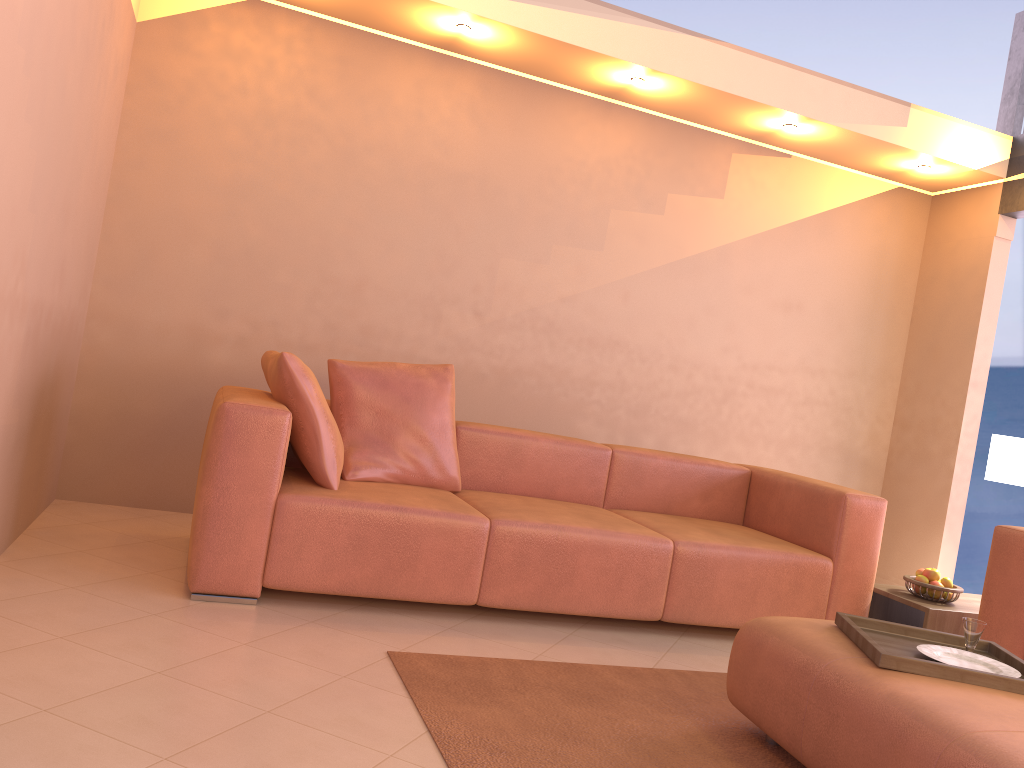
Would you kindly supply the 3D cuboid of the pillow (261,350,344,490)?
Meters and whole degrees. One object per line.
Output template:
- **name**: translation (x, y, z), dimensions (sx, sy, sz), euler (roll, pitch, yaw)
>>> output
- **pillow**: translation (-0.786, 0.135, 3.366), dimensions (0.335, 0.486, 0.554), euler (10, 0, -22)

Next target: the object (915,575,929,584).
- **object**: translation (1.734, 0.833, 3.751), dimensions (0.045, 0.047, 0.055), euler (10, 0, -42)

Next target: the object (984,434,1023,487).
- **object**: translation (2.352, 0.605, 3.993), dimensions (0.344, 0.799, 0.344), euler (10, 0, -40)

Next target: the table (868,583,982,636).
- **table**: translation (2.001, 1.087, 3.865), dimensions (0.918, 0.268, 0.412), euler (10, 0, -19)

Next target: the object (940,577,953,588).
- **object**: translation (1.831, 0.840, 3.735), dimensions (0.051, 0.053, 0.045), euler (10, 0, 5)

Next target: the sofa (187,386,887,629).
- **sofa**: translation (0.131, 0.562, 3.744), dimensions (2.781, 0.672, 0.943), euler (10, 0, -19)

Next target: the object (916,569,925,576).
- **object**: translation (1.767, 0.819, 3.819), dimensions (0.054, 0.046, 0.047), euler (10, 0, -32)

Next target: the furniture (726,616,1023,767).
- **furniture**: translation (1.102, 0.867, 2.051), dimensions (0.685, 0.301, 1.291), euler (10, 0, -14)

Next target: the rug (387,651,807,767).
- **rug**: translation (0.890, 1.032, 1.745), dimensions (1.833, 0.005, 2.626), euler (10, 0, -19)

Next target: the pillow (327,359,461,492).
- **pillow**: translation (-0.479, 0.145, 3.668), dimensions (0.582, 0.528, 0.302), euler (10, 0, -35)

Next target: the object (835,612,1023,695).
- **object**: translation (1.117, 0.701, 2.310), dimensions (0.436, 0.034, 0.421), euler (10, 0, 6)

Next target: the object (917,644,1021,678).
- **object**: translation (1.159, 0.712, 2.258), dimensions (0.240, 0.018, 0.240), euler (10, 0, 35)

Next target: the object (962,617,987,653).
- **object**: translation (1.259, 0.693, 2.427), dimensions (0.061, 0.091, 0.061), euler (10, 0, -34)

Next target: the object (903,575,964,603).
- **object**: translation (1.789, 0.879, 3.778), dimensions (0.235, 0.071, 0.235), euler (10, 0, -27)

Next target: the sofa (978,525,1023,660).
- **sofa**: translation (2.599, 0.986, 2.178), dimensions (0.943, 0.672, 2.781), euler (10, 0, -19)

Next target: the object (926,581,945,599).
- **object**: translation (1.780, 0.864, 3.724), dimensions (0.072, 0.076, 0.074), euler (10, 0, -9)

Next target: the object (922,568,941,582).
- **object**: translation (1.782, 0.814, 3.768), dimensions (0.069, 0.061, 0.068), euler (10, 0, 33)

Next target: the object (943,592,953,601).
- **object**: translation (1.834, 0.889, 3.734), dimensions (0.055, 0.046, 0.046), euler (10, 0, -41)
